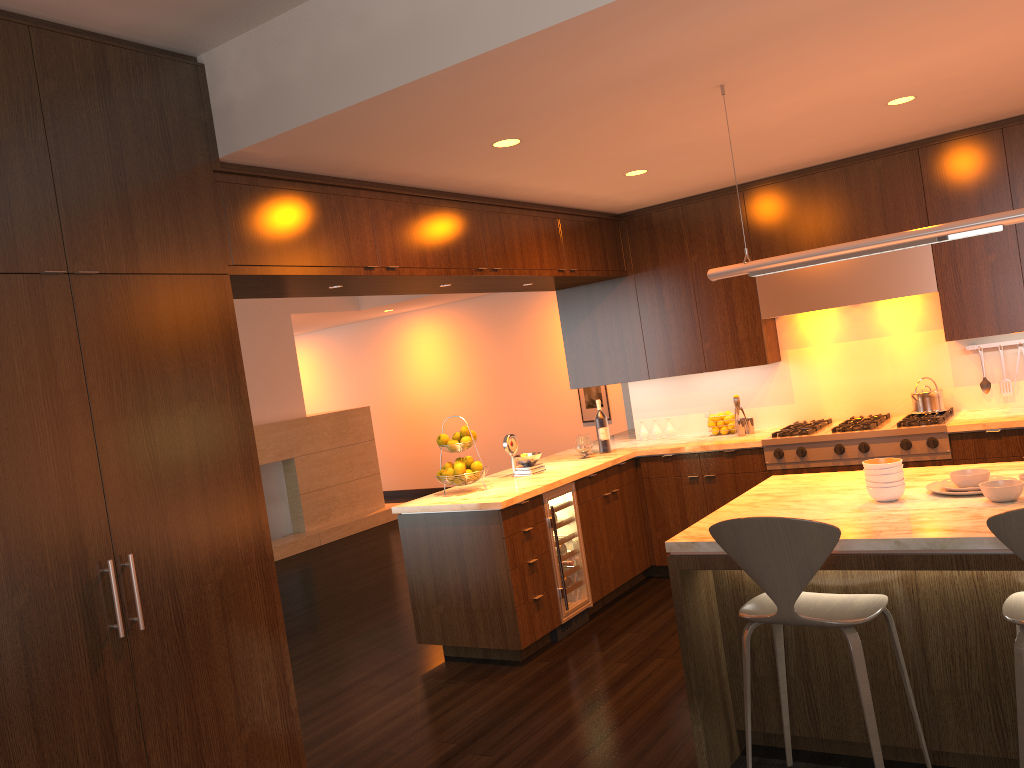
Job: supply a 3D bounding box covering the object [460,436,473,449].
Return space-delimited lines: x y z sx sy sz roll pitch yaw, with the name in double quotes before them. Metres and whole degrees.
"object" -0.272 0.348 5.302 0.078 0.077 0.077 -10 2 -40

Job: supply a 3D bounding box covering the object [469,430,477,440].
"object" -0.248 0.315 5.361 0.071 0.074 0.070 -9 1 -35

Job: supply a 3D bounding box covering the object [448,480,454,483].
"object" -0.362 0.578 5.334 0.056 0.053 0.057 -9 1 -6

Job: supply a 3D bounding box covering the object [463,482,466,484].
"object" -0.292 0.573 5.349 0.062 0.062 0.062 -9 1 -12

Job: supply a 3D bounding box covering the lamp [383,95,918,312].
"lamp" -2.886 -0.820 9.222 16.431 0.171 5.868 -8 1 33

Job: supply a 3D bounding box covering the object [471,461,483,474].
"object" -0.207 0.493 5.263 0.077 0.074 0.078 -10 2 -41

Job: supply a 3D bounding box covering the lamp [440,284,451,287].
"lamp" -0.382 -0.567 5.098 0.068 0.004 0.068 -8 1 14

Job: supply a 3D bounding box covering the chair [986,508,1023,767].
"chair" 1.673 0.804 2.524 0.520 1.047 0.506 -8 1 34

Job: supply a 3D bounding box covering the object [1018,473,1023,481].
"object" 1.835 0.342 3.070 0.138 0.059 0.139 -9 1 -31

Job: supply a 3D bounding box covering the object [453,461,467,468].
"object" -0.309 0.492 5.273 0.077 0.075 0.077 -8 1 7

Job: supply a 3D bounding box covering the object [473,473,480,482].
"object" -0.230 0.548 5.319 0.078 0.075 0.078 -8 1 12

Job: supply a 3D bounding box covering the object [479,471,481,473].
"object" -0.223 0.522 5.410 0.073 0.072 0.071 -9 1 -13

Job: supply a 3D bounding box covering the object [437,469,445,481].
"object" -0.416 0.547 5.311 0.068 0.069 0.065 -8 1 11

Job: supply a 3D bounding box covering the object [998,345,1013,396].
"object" 2.990 -0.082 5.394 0.066 0.314 0.004 -8 1 34

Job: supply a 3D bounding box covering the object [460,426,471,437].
"object" -0.281 0.285 5.317 0.068 0.072 0.071 -9 1 -10

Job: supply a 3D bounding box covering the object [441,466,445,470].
"object" -0.405 0.528 5.424 0.057 0.058 0.054 -9 1 -36

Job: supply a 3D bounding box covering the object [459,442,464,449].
"object" -0.296 0.358 5.375 0.071 0.072 0.071 -9 1 -25

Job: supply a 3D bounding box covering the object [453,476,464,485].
"object" -0.322 0.568 5.284 0.063 0.069 0.070 -9 1 -4

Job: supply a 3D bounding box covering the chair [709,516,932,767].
"chair" 0.997 0.898 2.929 0.520 1.047 0.506 -8 1 39

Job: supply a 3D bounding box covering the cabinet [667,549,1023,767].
"cabinet" 2.084 0.818 2.964 2.713 0.876 1.281 -8 1 34

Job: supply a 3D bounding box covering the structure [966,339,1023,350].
"structure" 3.038 -0.252 5.349 0.541 0.031 0.048 -8 1 37

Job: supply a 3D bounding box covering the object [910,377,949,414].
"object" 2.593 0.065 5.542 0.221 0.218 0.221 -8 1 18

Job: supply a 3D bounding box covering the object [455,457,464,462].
"object" -0.310 0.467 5.337 0.063 0.059 0.061 -9 1 -23

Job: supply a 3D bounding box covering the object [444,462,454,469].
"object" -0.374 0.502 5.311 0.067 0.071 0.069 -9 1 -21

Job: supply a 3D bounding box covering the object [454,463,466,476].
"object" -0.306 0.502 5.205 0.068 0.077 0.079 -8 1 10

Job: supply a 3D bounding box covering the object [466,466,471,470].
"object" -0.252 0.494 5.356 0.070 0.072 0.071 -9 1 -3

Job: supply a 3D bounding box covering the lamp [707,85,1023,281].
"lamp" 1.779 -0.926 2.914 2.465 0.765 0.120 -8 1 34

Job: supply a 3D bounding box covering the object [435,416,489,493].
"object" -0.317 0.419 5.335 0.324 0.461 0.324 -9 1 -7

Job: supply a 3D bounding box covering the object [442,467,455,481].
"object" -0.372 0.533 5.243 0.077 0.077 0.077 -7 2 45

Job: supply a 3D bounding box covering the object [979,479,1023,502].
"object" 1.673 0.368 3.024 0.138 0.059 0.139 -9 1 -31

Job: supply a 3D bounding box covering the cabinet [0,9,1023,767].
"cabinet" 1.727 -0.220 3.933 5.521 2.997 7.728 -8 1 34

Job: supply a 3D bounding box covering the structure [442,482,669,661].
"structure" 1.773 0.820 5.519 3.400 0.862 3.060 -8 1 34

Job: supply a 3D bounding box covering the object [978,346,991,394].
"object" 2.898 -0.085 5.450 0.061 0.296 0.020 -8 1 32

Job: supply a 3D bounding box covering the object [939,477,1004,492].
"object" 1.696 0.375 3.275 0.216 0.025 0.217 -10 1 -39

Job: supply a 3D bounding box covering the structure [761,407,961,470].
"structure" 2.227 0.247 5.637 1.067 0.422 0.824 -8 1 34

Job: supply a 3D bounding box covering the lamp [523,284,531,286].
"lamp" 0.104 -0.656 5.839 0.068 0.004 0.068 -8 1 14

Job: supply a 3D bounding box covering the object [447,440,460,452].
"object" -0.350 0.369 5.298 0.078 0.072 0.077 -9 1 0

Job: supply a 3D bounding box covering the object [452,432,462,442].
"object" -0.330 0.321 5.346 0.061 0.063 0.062 -9 1 -32

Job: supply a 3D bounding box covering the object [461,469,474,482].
"object" -0.264 0.543 5.245 0.078 0.076 0.078 -8 1 21

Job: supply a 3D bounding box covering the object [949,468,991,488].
"object" 1.693 0.354 3.274 0.138 0.059 0.139 -9 1 -31

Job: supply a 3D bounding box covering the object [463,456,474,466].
"object" -0.259 0.459 5.278 0.062 0.063 0.060 -8 2 41
